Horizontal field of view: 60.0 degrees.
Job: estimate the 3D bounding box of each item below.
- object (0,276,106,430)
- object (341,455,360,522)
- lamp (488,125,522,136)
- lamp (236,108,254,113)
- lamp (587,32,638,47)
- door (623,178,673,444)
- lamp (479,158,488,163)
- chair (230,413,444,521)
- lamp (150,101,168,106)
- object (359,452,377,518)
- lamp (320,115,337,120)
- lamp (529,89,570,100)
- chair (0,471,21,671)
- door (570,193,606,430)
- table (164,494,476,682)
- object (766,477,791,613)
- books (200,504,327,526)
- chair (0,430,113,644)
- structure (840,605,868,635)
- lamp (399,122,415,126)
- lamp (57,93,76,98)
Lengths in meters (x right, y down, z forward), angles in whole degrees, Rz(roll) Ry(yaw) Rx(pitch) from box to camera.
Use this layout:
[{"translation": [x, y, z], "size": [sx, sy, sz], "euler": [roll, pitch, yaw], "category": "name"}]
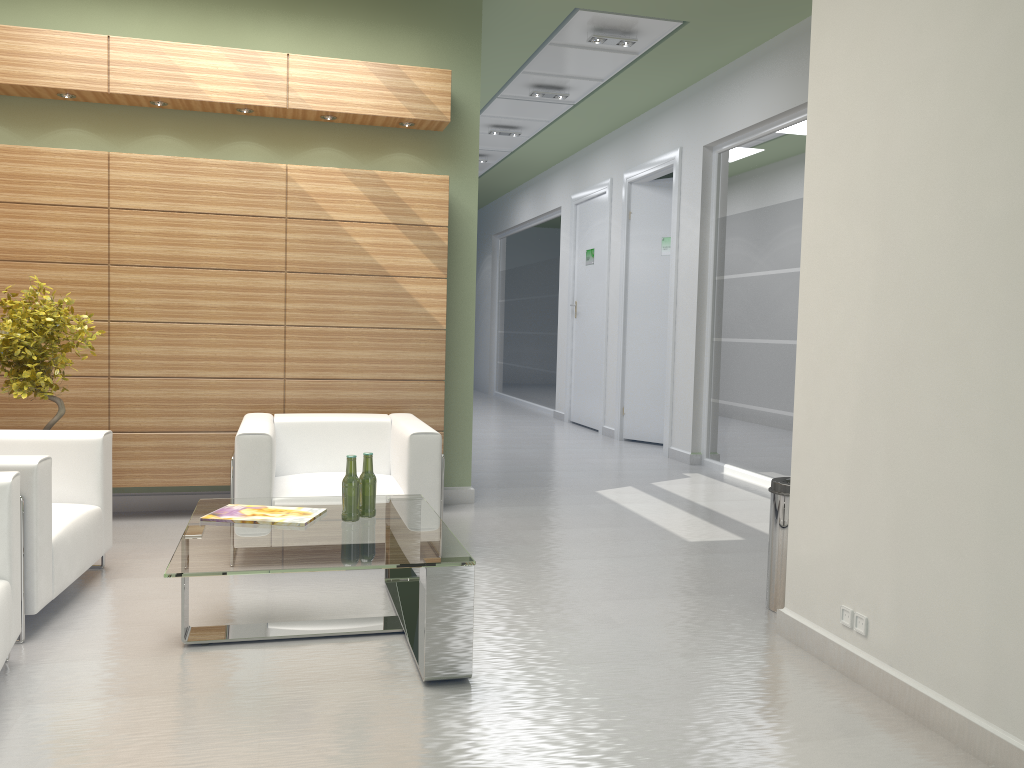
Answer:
[{"translation": [-4.501, 0.266, 8.210], "size": [1.116, 2.565, 1.201], "euler": [5, 5, 43], "category": "object"}, {"translation": [-1.159, 0.749, 6.383], "size": [0.131, 0.475, 0.131], "euler": [4, 5, 40], "category": "object"}, {"translation": [-0.149, -5.280, 18.492], "size": [0.657, 0.159, 0.286], "euler": [1, 4, -15], "category": "lamp"}, {"translation": [-2.945, -3.042, 9.784], "size": [0.181, 0.074, 0.181], "euler": [0, 4, -20], "category": "lamp"}, {"translation": [1.407, -4.873, 12.462], "size": [0.657, 0.159, 0.286], "euler": [1, 4, -15], "category": "lamp"}, {"translation": [3.055, -1.379, 16.959], "size": [0.134, 5.083, 2.089], "euler": [-2, 5, -44], "category": "door"}, {"translation": [-0.931, -5.485, 21.520], "size": [0.657, 0.159, 0.286], "euler": [1, 4, -15], "category": "lamp"}, {"translation": [-1.748, 0.980, 8.769], "size": [1.894, 1.234, 1.802], "euler": [1, 4, -15], "category": "chair"}, {"translation": [-3.807, -3.051, 9.561], "size": [0.181, 0.074, 0.181], "euler": [4, 4, 36], "category": "lamp"}, {"translation": [-1.064, 0.743, 6.532], "size": [0.131, 0.475, 0.131], "euler": [4, 5, 40], "category": "object"}, {"translation": [-2.070, -3.033, 10.011], "size": [0.181, 0.074, 0.181], "euler": [4, 4, 36], "category": "lamp"}, {"translation": [0.646, -5.072, 15.411], "size": [0.657, 0.159, 0.286], "euler": [1, 4, -15], "category": "lamp"}, {"translation": [-3.589, 1.196, 4.411], "size": [1.802, 1.234, 1.894], "euler": [0, 4, -19], "category": "chair"}, {"translation": [1.689, -1.594, 19.910], "size": [0.250, 5.083, 2.089], "euler": [1, 4, -15], "category": "door"}, {"translation": [-1.364, 1.364, 6.237], "size": [1.783, 0.742, 2.197], "euler": [1, 4, -15], "category": "table"}, {"translation": [2.274, 1.285, 7.066], "size": [0.483, 1.027, 0.482], "euler": [-2, 5, -43], "category": "object"}, {"translation": [-1.797, 0.953, 6.461], "size": [0.762, 0.025, 0.508], "euler": [2, 3, 5], "category": "books"}, {"translation": [-4.152, 1.045, 6.661], "size": [1.769, 1.234, 1.894], "euler": [1, 4, -10], "category": "chair"}, {"translation": [2.187, 1.510, 5.677], "size": [0.017, 0.118, 0.262], "euler": [1, 4, -15], "category": "structure"}, {"translation": [-1.214, -3.024, 10.232], "size": [0.181, 0.074, 0.181], "euler": [0, 4, -20], "category": "lamp"}, {"translation": [-4.688, -3.060, 9.333], "size": [0.181, 0.074, 0.181], "euler": [0, 4, -20], "category": "lamp"}]
